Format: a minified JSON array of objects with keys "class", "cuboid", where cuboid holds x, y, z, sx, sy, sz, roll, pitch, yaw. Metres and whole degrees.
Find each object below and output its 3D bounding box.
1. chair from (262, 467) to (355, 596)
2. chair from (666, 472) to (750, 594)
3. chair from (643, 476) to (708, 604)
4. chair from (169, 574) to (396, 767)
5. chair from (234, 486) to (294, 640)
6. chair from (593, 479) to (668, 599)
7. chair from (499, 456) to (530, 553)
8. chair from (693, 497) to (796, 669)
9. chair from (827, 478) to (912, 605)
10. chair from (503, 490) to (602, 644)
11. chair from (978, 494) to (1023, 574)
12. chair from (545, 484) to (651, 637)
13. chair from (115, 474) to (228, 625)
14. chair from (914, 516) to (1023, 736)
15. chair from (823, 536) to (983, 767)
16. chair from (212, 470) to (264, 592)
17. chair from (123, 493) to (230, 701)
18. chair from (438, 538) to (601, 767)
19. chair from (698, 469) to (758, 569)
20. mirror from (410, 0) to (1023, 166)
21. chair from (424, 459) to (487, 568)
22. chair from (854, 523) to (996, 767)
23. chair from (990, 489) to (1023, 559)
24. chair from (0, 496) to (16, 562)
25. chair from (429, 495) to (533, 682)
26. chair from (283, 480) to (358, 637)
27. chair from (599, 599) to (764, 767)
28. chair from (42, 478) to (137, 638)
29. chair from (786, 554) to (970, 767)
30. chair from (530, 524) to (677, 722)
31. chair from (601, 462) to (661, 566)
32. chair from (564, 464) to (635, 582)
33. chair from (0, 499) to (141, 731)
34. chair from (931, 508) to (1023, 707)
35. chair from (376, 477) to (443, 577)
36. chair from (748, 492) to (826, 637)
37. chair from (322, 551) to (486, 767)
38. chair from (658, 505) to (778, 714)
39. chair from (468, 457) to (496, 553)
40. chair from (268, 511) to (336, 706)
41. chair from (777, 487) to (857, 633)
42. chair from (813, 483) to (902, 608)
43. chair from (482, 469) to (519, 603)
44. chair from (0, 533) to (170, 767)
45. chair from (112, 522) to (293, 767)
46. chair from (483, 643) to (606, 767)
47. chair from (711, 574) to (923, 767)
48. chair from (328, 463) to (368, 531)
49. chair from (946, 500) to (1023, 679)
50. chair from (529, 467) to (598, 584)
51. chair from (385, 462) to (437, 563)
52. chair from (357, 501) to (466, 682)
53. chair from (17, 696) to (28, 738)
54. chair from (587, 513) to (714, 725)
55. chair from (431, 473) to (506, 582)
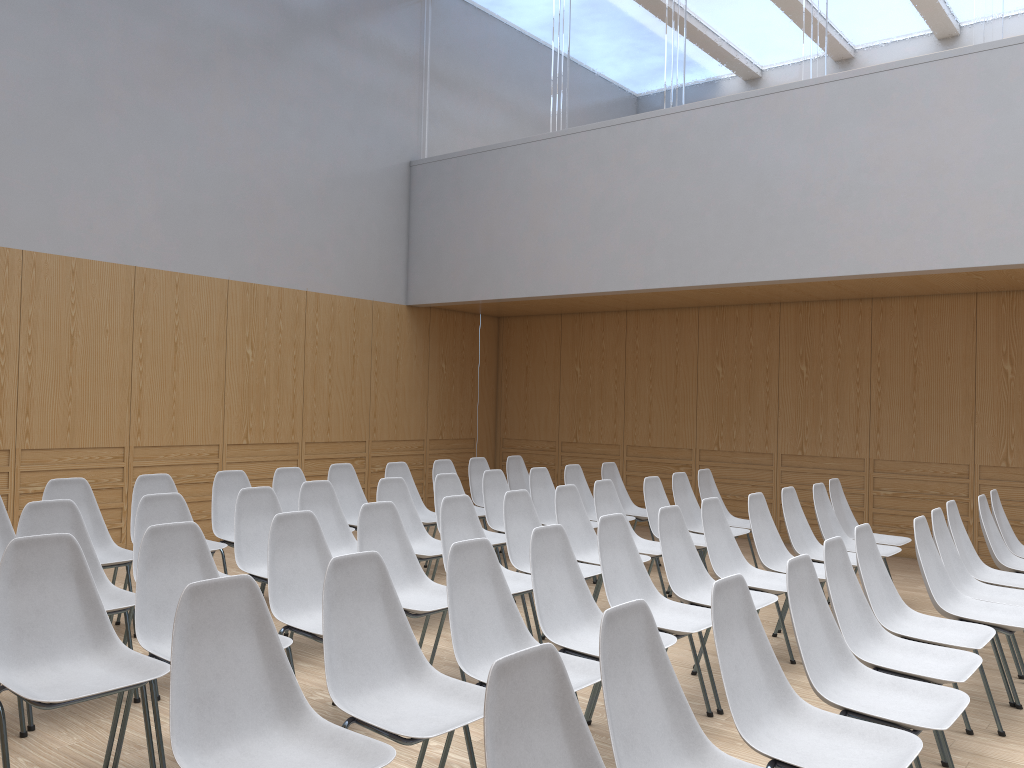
[{"class":"chair","cuboid":[-1.395,1.027,6.101,0.505,0.876,0.479,1,-1,38]},{"class":"chair","cuboid":[1.454,1.109,6.565,0.505,0.876,0.479,1,-1,38]},{"class":"chair","cuboid":[1.170,1.091,6.091,0.505,0.876,0.479,1,-1,38]},{"class":"chair","cuboid":[-0.606,0.963,2.237,0.505,0.876,0.479,1,-1,38]},{"class":"chair","cuboid":[-1.208,1.001,4.670,0.505,0.876,0.479,1,-1,38]},{"class":"chair","cuboid":[0.791,1.074,5.716,0.505,0.876,0.479,1,-1,38]},{"class":"chair","cuboid":[0.210,1.112,8.156,0.505,0.876,0.479,1,-1,38]},{"class":"chair","cuboid":[1.275,1.064,4.712,0.505,0.876,0.479,1,-1,38]},{"class":"chair","cuboid":[2.545,1.132,6.338,0.505,0.876,0.479,1,-1,38]},{"class":"chair","cuboid":[0.211,1.041,4.862,0.505,0.876,0.479,1,-1,38]},{"class":"chair","cuboid":[3.077,1.123,5.299,0.505,0.876,0.479,1,-1,38]},{"class":"chair","cuboid":[0.516,1.057,5.269,0.505,0.876,0.479,1,-1,38]},{"class":"chair","cuboid":[-2.019,0.994,5.301,0.505,0.876,0.479,1,-1,38]},{"class":"chair","cuboid":[2.128,1.072,4.068,0.505,0.876,0.479,1,-1,38]},{"class":"chair","cuboid":[1.434,1.037,3.290,0.505,0.876,0.479,1,-1,38]},{"class":"chair","cuboid":[-1.678,1.011,5.709,0.505,0.876,0.479,1,-1,38]},{"class":"chair","cuboid":[-1.554,0.982,4.242,0.505,0.876,0.479,1,-1,38]},{"class":"chair","cuboid":[0.035,0.996,3.012,0.505,0.876,0.479,1,-1,38]},{"class":"chair","cuboid":[1.736,1.125,6.994,0.505,0.876,0.479,1,-1,38]},{"class":"mirror","cuboid":[5.951,-3.489,4.848,17.827,2.089,0.253,0,-1,38]},{"class":"chair","cuboid":[-0.400,1.079,7.345,0.505,0.876,0.479,1,-1,38]},{"class":"chair","cuboid":[1.718,1.054,3.721,0.505,0.876,0.479,1,-1,38]},{"class":"chair","cuboid":[3.371,1.139,5.705,0.505,0.876,0.479,1,-1,38]},{"class":"chair","cuboid":[-2.634,0.960,4.468,0.505,0.876,0.479,1,-1,38]},{"class":"chair","cuboid":[-0.109,1.025,4.498,0.505,0.876,0.479,1,-1,38]},{"class":"chair","cuboid":[-0.983,1.016,5.136,0.505,0.876,0.479,1,-1,38]},{"class":"chair","cuboid":[0.466,0.986,2.051,0.505,0.876,0.479,1,-1,38]},{"class":"chair","cuboid":[-2.354,0.977,4.904,0.505,0.876,0.479,1,-1,38]},{"class":"chair","cuboid":[1.152,1.020,2.833,0.505,0.876,0.479,1,-1,38]},{"class":"chair","cuboid":[0.330,1.013,3.435,0.505,0.876,0.479,1,-1,38]},{"class":"chair","cuboid":[1.027,1.119,7.548,0.505,0.876,0.479,1,-1,38]},{"class":"chair","cuboid":[0.685,1.102,7.139,0.505,0.876,0.479,1,-1,38]},{"class":"chair","cuboid":[-1.906,0.965,3.854,0.505,0.876,0.479,1,-1,38]},{"class":"chair","cuboid":[2.393,1.087,4.453,0.505,0.876,0.479,1,-1,38]},{"class":"chair","cuboid":[-0.582,1.034,5.487,0.505,0.876,0.479,1,-1,38]},{"class":"chair","cuboid":[1.619,1.080,5.056,0.505,0.876,0.479,1,-1,38]},{"class":"chair","cuboid":[-0.316,0.980,2.673,0.505,0.876,0.479,1,-1,38]},{"class":"chair","cuboid":[0.967,1.046,4.251,0.505,0.876,0.479,1,-1,38]},{"class":"chair","cuboid":[-0.121,1.095,7.764,0.505,0.876,0.479,1,-1,38]},{"class":"chair","cuboid":[-0.756,0.990,3.669,0.505,0.876,0.479,1,-1,38]},{"class":"chair","cuboid":[1.950,1.099,5.511,0.505,0.876,0.479,1,-1,38]},{"class":"chair","cuboid":[2.271,1.115,5.876,0.505,0.876,0.479,1,-1,38]},{"class":"chair","cuboid":[0.047,1.069,6.354,0.505,0.876,0.479,1,-1,38]},{"class":"chair","cuboid":[-1.425,0.956,2.878,0.505,0.876,0.479,1,-1,38]},{"class":"chair","cuboid":[-1.117,0.972,3.239,0.505,0.876,0.479,1,-1,38]},{"class":"chair","cuboid":[0.209,0.970,1.609,0.505,0.876,0.479,1,-1,38]},{"class":"chair","cuboid":[0.817,1.003,2.435,0.505,0.876,0.479,1,-1,38]},{"class":"chair","cuboid":[-1.116,1.045,6.591,0.505,0.876,0.479,1,-1,38]},{"class":"chair","cuboid":[2.686,1.104,4.894,0.505,0.876,0.479,1,-1,38]},{"class":"chair","cuboid":[0.392,1.085,6.719,0.505,0.876,0.479,1,-1,38]},{"class":"chair","cuboid":[-0.734,1.061,6.902,0.505,0.876,0.479,1,-1,38]},{"class":"chair","cuboid":[-0.462,1.007,4.112,0.505,0.876,0.479,1,-1,38]},{"class":"chair","cuboid":[-2.176,0.949,3.430,0.505,0.876,0.479,1,-1,38]},{"class":"chair","cuboid":[0.636,1.030,3.859,0.505,0.876,0.479,1,-1,38]},{"class":"chair","cuboid":[-0.264,1.052,5.925,0.505,0.876,0.479,1,-1,38]}]
